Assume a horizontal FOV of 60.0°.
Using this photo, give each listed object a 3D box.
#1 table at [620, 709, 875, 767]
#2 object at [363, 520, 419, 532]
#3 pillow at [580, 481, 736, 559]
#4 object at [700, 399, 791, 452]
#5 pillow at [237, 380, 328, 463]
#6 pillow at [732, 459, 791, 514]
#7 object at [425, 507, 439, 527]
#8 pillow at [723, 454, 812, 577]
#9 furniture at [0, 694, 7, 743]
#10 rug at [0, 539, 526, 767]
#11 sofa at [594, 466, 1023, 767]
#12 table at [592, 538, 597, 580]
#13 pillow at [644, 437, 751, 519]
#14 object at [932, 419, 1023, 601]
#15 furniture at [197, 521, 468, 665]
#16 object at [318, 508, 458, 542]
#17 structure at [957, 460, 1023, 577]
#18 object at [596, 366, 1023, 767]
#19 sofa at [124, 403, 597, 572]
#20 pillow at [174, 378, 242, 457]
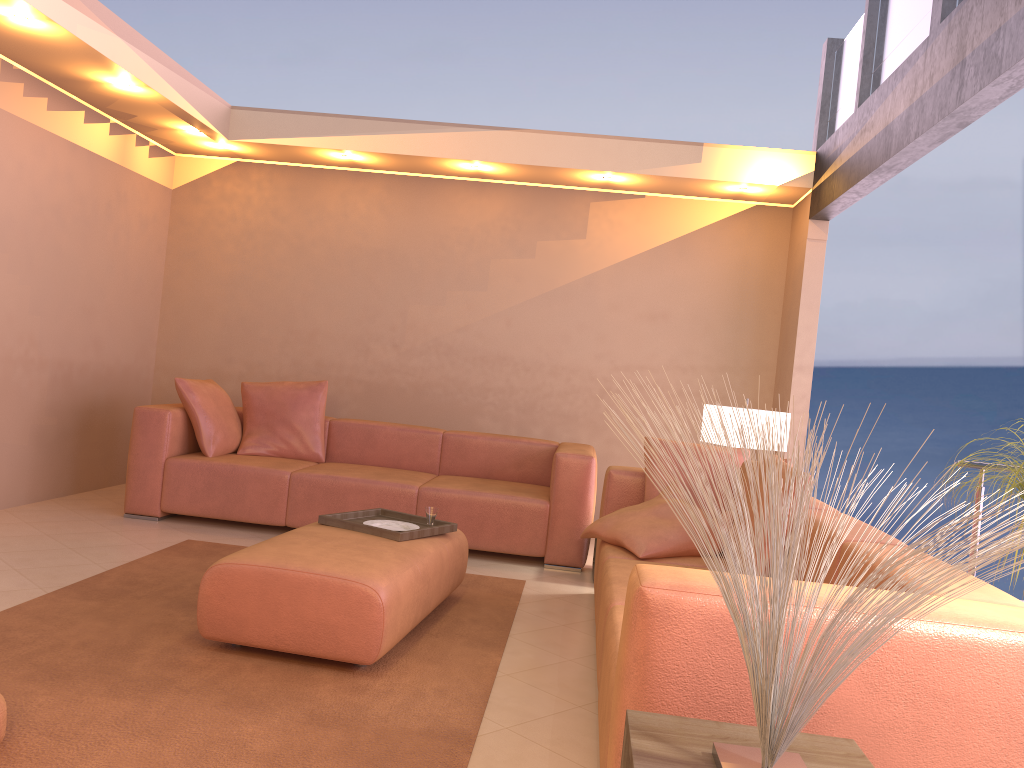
[{"bbox_3d":[0.377,0.844,1.408,0.415,0.436,0.469,6,0,5],"label":"table"},{"bbox_3d":[-0.515,0.610,3.778,0.240,0.018,0.240,6,0,-31],"label":"object"},{"bbox_3d":[0.635,0.577,3.837,0.514,0.292,0.517,6,0,-26],"label":"pillow"},{"bbox_3d":[1.262,0.478,4.906,0.344,0.799,0.344,6,0,-17],"label":"object"},{"bbox_3d":[-1.485,0.216,5.752,0.582,0.528,0.302,6,0,-12],"label":"pillow"},{"bbox_3d":[1.034,0.518,3.848,0.255,0.446,0.492,6,0,-12],"label":"pillow"},{"bbox_3d":[-0.356,0.590,3.896,0.061,0.091,0.061,6,0,-11],"label":"object"},{"bbox_3d":[0.996,0.519,3.458,0.211,0.468,0.470,6,0,0],"label":"pillow"},{"bbox_3d":[-1.653,0.786,2.108,0.659,0.226,0.699,6,0,35],"label":"furniture"},{"bbox_3d":[-0.947,0.930,3.395,1.833,0.005,2.626,6,0,5],"label":"rug"},{"bbox_3d":[0.788,0.774,3.121,0.943,0.672,2.781,6,0,5],"label":"sofa"},{"bbox_3d":[0.915,0.980,4.897,0.918,0.268,0.412,6,0,5],"label":"table"},{"bbox_3d":[0.872,0.506,4.161,0.519,0.455,0.314,6,0,1],"label":"pillow"},{"bbox_3d":[1.855,0.674,3.148,0.729,1.088,0.703,6,0,-26],"label":"object"},{"bbox_3d":[-0.640,0.761,3.602,0.685,0.301,1.291,6,0,10],"label":"furniture"},{"bbox_3d":[-0.532,0.604,3.843,0.436,0.034,0.421,6,0,30],"label":"object"},{"bbox_3d":[2.416,0.654,1.472,1.663,0.541,4.176,6,0,5],"label":"structure"},{"bbox_3d":[0.517,0.321,1.396,0.703,0.634,0.700,6,0,-39],"label":"object"},{"bbox_3d":[-0.873,0.589,5.556,2.781,0.672,0.943,6,0,5],"label":"sofa"},{"bbox_3d":[-1.886,0.217,5.597,0.335,0.486,0.554,6,0,1],"label":"pillow"}]
